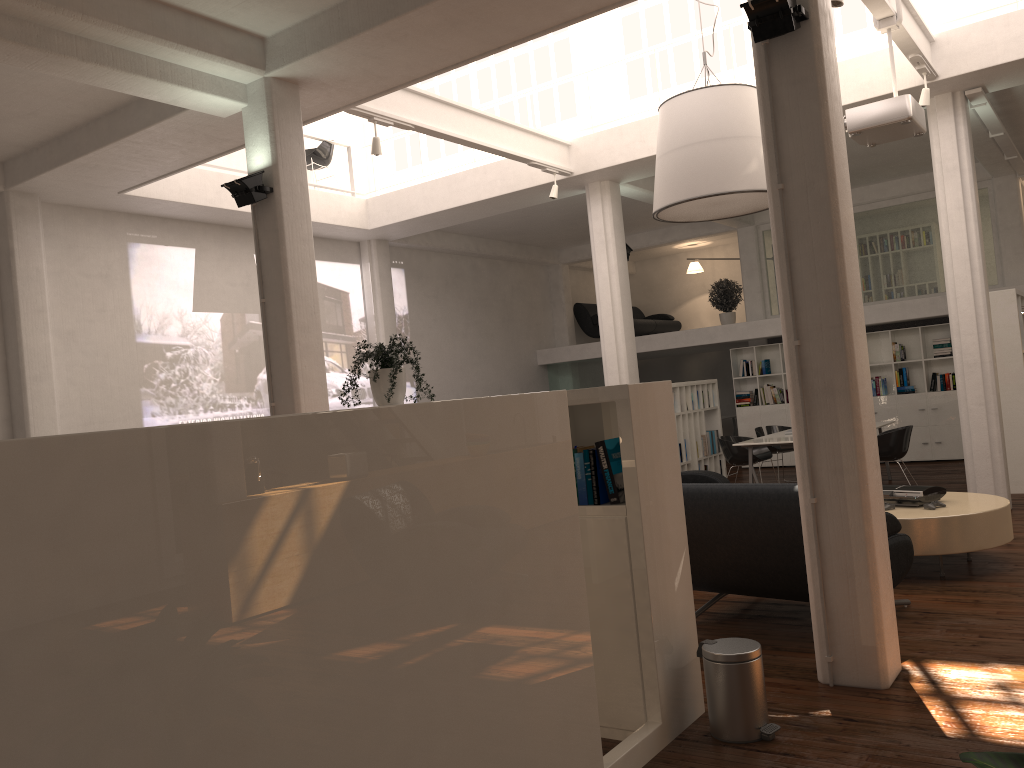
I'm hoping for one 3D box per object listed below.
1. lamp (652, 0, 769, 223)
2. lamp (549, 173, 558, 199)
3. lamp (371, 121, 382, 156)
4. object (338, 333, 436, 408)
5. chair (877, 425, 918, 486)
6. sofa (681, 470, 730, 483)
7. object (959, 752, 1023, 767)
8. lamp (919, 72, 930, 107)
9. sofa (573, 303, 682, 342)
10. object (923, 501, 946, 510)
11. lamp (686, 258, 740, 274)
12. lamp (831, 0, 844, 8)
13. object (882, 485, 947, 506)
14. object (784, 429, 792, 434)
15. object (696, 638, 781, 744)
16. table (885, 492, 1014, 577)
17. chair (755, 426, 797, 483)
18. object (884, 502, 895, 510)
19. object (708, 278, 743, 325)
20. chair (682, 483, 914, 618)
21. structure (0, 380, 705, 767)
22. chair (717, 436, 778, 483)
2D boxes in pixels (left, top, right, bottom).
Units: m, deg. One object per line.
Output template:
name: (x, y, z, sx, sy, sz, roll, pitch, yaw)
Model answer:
lamp: (1.927, -3.936, 9.147, 1.386, 4.284, 1.386, -5, -1, -41)
lamp: (0.567, -2.744, 12.315, 0.136, 0.357, 0.117, -6, -1, 28)
lamp: (-1.445, -2.598, 9.413, 0.136, 0.357, 0.117, -7, -1, 41)
object: (-0.847, -0.085, 6.094, 0.646, 0.504, 0.709, -5, -1, -24)
chair: (5.196, 1.104, 12.293, 0.757, 1.004, 0.795, -6, -1, 30)
sofa: (1.338, 1.381, 9.829, 1.467, 1.119, 3.087, -6, -1, 35)
object: (1.746, 1.297, 2.194, 1.327, 0.936, 1.240, -5, -1, -16)
lamp: (4.456, -3.176, 9.602, 0.136, 0.357, 0.117, -7, -1, 41)
sofa: (2.992, -1.541, 22.497, 1.467, 1.119, 3.087, -6, -1, 35)
object: (3.701, 1.052, 7.887, 0.193, 0.099, 0.231, -5, -1, -32)
lamp: (5.378, -3.033, 21.559, 2.635, 0.513, 0.447, -7, -1, 44)
lamp: (2.435, -3.029, 6.691, 0.136, 0.357, 0.117, -6, -1, 28)
object: (3.653, 1.031, 8.263, 0.471, 0.163, 0.558, -5, -1, -35)
object: (4.572, 0.510, 13.874, 0.557, 0.470, 0.702, -6, -1, 25)
object: (1.205, 1.631, 4.747, 0.415, 0.465, 0.311, -6, -1, 18)
table: (3.712, 1.395, 8.201, 1.616, 0.570, 1.616, -6, -1, 28)
chair: (4.560, 1.217, 15.088, 0.795, 1.004, 0.757, -5, -1, -20)
object: (3.392, 1.104, 8.063, 0.119, 0.062, 0.193, -6, -1, -4)
object: (4.740, -1.779, 19.580, 0.793, 1.127, 0.770, -6, -1, 33)
chair: (2.081, 1.249, 6.858, 1.481, 1.130, 1.454, -5, -1, -44)
structure: (-1.614, 1.169, 4.054, 3.131, 1.914, 4.752, -6, -1, 35)
chair: (3.592, 1.286, 13.626, 0.757, 1.004, 0.795, -6, -1, 35)
